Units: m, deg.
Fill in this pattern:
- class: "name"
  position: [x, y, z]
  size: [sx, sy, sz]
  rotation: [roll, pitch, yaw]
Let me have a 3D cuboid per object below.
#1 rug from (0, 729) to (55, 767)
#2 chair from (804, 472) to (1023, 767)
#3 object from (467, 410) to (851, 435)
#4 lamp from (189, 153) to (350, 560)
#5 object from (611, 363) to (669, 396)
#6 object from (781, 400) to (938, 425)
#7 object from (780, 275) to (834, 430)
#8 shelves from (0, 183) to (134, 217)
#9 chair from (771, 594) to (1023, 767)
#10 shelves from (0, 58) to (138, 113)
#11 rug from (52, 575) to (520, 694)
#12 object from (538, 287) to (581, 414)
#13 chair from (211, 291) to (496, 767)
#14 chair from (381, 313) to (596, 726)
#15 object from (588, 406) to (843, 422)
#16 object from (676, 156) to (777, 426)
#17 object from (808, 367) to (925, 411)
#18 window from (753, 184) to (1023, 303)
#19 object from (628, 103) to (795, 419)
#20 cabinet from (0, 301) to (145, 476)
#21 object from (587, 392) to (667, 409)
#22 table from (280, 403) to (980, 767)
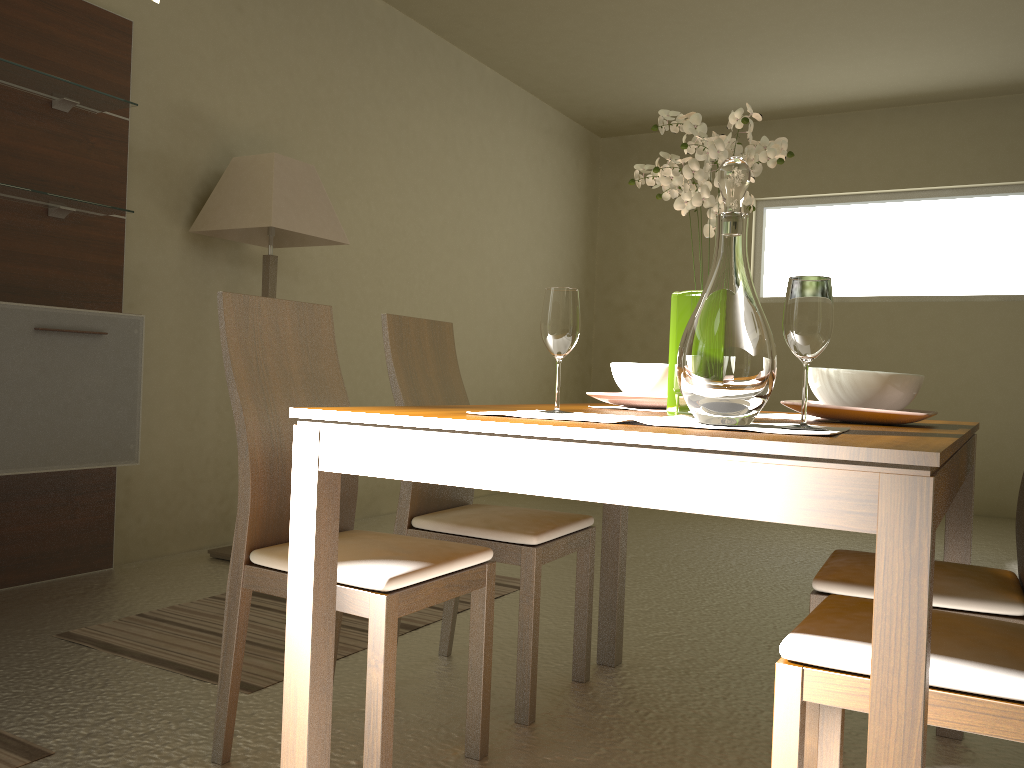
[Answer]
- class: "rug"
  position: [-1.760, 0.773, 1.442]
  size: [0.842, 0.007, 1.613]
  rotation: [3, 1, 30]
- class: "chair"
  position: [0.928, 0.371, 1.882]
  size: [0.507, 1.017, 0.404]
  rotation: [3, 0, 26]
- class: "object"
  position: [0.249, 0.060, 1.509]
  size: [0.589, 0.010, 0.287]
  rotation: [3, 0, 26]
- class: "lamp"
  position: [-1.107, -0.111, 4.001]
  size: [0.499, 1.782, 0.499]
  rotation: [3, 1, 29]
- class: "object"
  position: [0.359, 0.002, 2.192]
  size: [0.233, 0.101, 0.233]
  rotation: [2, 0, 18]
- class: "object"
  position: [0.737, 0.062, 1.874]
  size: [0.283, 0.041, 0.283]
  rotation: [3, 1, 29]
- class: "object"
  position: [0.453, -0.047, 1.364]
  size: [0.075, 0.232, 0.075]
  rotation: [2, 0, -12]
- class: "shelves"
  position: [-2.159, -0.678, 2.381]
  size: [0.255, 0.008, 2.463]
  rotation: [3, 1, 29]
- class: "chair"
  position: [0.723, 0.367, 1.395]
  size: [0.507, 1.017, 0.404]
  rotation: [3, 1, 30]
- class: "shelves"
  position: [-2.143, -1.086, 2.378]
  size: [0.255, 0.008, 2.463]
  rotation: [3, 1, 29]
- class: "rug"
  position: [-0.657, 0.804, 3.229]
  size: [0.843, 0.010, 1.613]
  rotation: [3, 1, 30]
- class: "object"
  position: [0.088, -0.061, 1.654]
  size: [0.075, 0.232, 0.075]
  rotation: [2, 0, -12]
- class: "chair"
  position: [-0.352, 0.319, 1.953]
  size: [0.507, 1.017, 0.404]
  rotation: [3, 1, 29]
- class: "chair"
  position: [-0.073, 0.327, 2.474]
  size: [0.507, 1.017, 0.404]
  rotation: [3, 0, 27]
- class: "object"
  position: [0.510, 0.066, 2.119]
  size: [0.589, 0.010, 0.287]
  rotation: [3, 1, 33]
- class: "object"
  position: [0.347, -0.149, 1.415]
  size: [0.156, 0.426, 0.156]
  rotation: [2, 0, -19]
- class: "object"
  position: [0.741, 0.022, 1.872]
  size: [0.232, 0.107, 0.233]
  rotation: [3, 1, 41]
- class: "window"
  position: [2.887, -1.034, 6.790]
  size: [2.025, 0.848, 0.100]
  rotation: [3, 1, 29]
- class: "object"
  position: [0.384, -0.235, 1.764]
  size: [0.304, 0.608, 0.302]
  rotation: [3, 1, 33]
- class: "cabinet"
  position: [-2.136, 0.001, 2.358]
  size: [0.372, 0.570, 2.463]
  rotation: [3, 1, 29]
- class: "object"
  position: [0.357, 0.043, 2.192]
  size: [0.283, 0.033, 0.283]
  rotation: [2, 0, 23]
- class: "table"
  position: [0.387, 0.463, 1.882]
  size: [1.000, 0.790, 1.411]
  rotation: [3, 1, 29]
